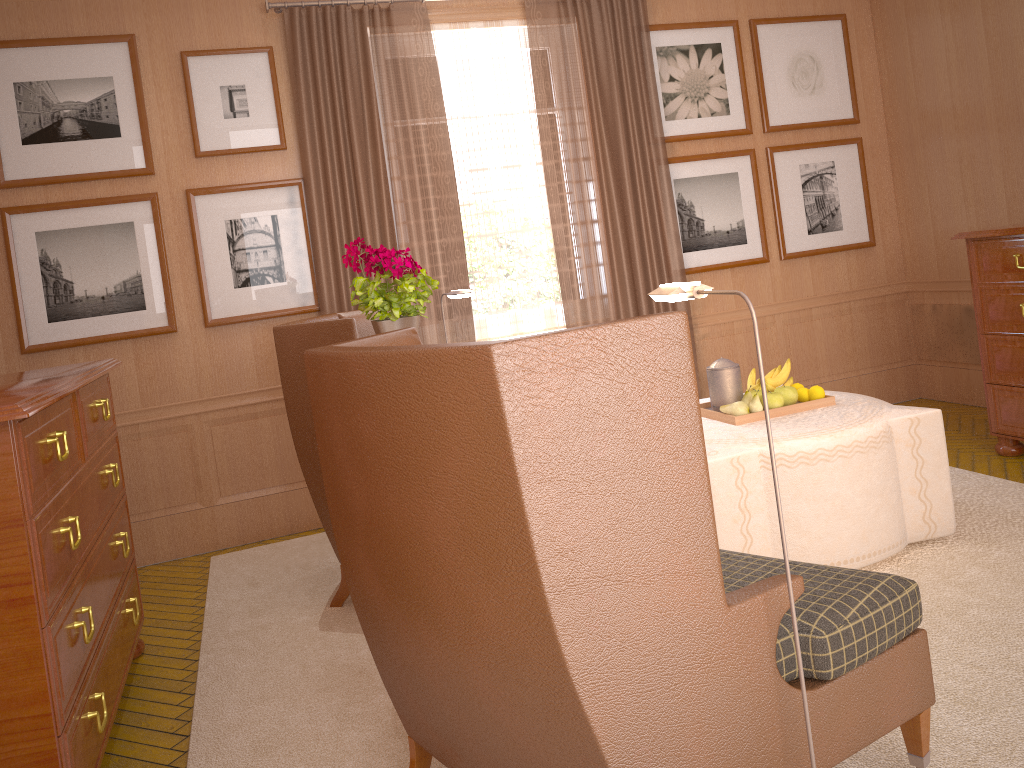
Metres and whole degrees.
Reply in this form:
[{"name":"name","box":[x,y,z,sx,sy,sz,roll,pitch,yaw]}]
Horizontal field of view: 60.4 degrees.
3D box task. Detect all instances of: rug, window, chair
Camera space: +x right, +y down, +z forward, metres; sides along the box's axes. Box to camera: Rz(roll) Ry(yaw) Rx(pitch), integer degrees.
[{"name":"rug","box":[1.375,1.380,4.773,6.025,0.020,7.983,-10,8,-16]},{"name":"window","box":[-0.272,-2.096,9.131,2.446,3.371,0.845,-9,2,-17]},{"name":"chair","box":[-0.698,0.396,6.631,1.716,1.968,1.927,-7,4,8]},{"name":"chair","box":[0.281,0.700,3.508,1.739,1.968,1.901,-11,6,-42]}]

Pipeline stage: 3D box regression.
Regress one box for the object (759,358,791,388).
[{"name":"object","box":[1.954,-0.072,6.450,0.409,0.168,0.070,-14,5,-40]}]

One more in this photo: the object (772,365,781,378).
[{"name":"object","box":[1.903,-0.024,6.487,0.064,0.171,0.381,-6,6,40]}]

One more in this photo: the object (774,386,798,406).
[{"name":"object","box":[1.932,0.090,6.213,0.168,0.147,0.174,-5,6,29]}]

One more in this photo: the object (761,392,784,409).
[{"name":"object","box":[1.808,0.126,6.109,0.156,0.134,0.159,-9,5,-12]}]

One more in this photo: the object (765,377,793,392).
[{"name":"object","box":[1.970,0.006,6.440,0.401,0.172,0.072,-14,5,-41]}]

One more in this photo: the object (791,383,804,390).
[{"name":"object","box":[2.091,0.057,6.451,0.113,0.133,0.109,-6,4,30]}]

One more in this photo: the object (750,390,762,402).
[{"name":"object","box":[1.743,0.113,6.268,0.156,0.134,0.159,-9,5,-12]}]

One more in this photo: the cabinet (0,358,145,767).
[{"name":"cabinet","box":[-2.771,1.024,4.444,1.423,1.935,2.774,-9,6,-16]}]

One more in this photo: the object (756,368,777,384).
[{"name":"object","box":[1.879,-0.044,6.530,0.090,0.128,0.414,-6,7,32]}]

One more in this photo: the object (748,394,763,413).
[{"name":"object","box":[1.666,0.140,6.033,0.097,0.148,0.099,-7,3,19]}]

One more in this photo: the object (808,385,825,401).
[{"name":"object","box":[2.155,0.075,6.226,0.113,0.133,0.109,-6,4,30]}]

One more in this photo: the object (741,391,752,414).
[{"name":"object","box":[1.639,0.143,6.148,0.129,0.196,0.131,-7,3,19]}]

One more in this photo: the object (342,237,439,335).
[{"name":"object","box":[-0.652,-0.328,5.074,0.528,1.086,0.455,-9,2,-18]}]

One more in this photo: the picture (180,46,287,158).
[{"name":"picture","box":[-2.524,-2.570,8.009,0.809,0.956,0.047,-9,1,-17]}]

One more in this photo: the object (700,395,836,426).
[{"name":"object","box":[1.784,0.154,6.332,0.804,0.059,0.641,-10,8,-17]}]

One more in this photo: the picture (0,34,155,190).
[{"name":"picture","box":[-3.836,-2.365,7.601,1.256,1.246,0.047,-9,1,-17]}]

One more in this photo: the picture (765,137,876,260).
[{"name":"picture","box":[3.463,-2.080,9.836,1.256,1.246,0.047,-9,1,-17]}]

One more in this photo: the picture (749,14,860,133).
[{"name":"picture","box":[3.272,-3.471,9.810,1.256,1.246,0.047,-9,1,-17]}]

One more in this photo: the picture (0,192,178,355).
[{"name":"picture","box":[-3.645,-0.974,7.626,1.256,1.246,0.047,-9,1,-17]}]

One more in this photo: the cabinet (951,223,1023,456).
[{"name":"cabinet","box":[4.987,-0.327,6.511,1.423,1.935,2.774,-9,6,-16]}]

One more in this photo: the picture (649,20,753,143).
[{"name":"picture","box":[1.942,-3.231,9.396,1.256,1.246,0.047,-9,1,-17]}]

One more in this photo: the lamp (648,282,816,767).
[{"name":"lamp","box":[0.795,0.643,3.206,0.625,2.027,0.569,-6,2,44]}]

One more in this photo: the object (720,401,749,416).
[{"name":"object","box":[1.529,0.187,6.025,0.194,0.128,0.134,-8,5,3]}]

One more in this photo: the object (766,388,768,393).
[{"name":"object","box":[1.926,0.021,6.472,0.062,0.199,0.390,-7,6,38]}]

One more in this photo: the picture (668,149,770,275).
[{"name":"picture","box":[2.133,-1.840,9.421,1.256,1.246,0.047,-9,1,-17]}]

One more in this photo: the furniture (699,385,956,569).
[{"name":"furniture","box":[1.773,0.642,6.314,1.961,0.896,1.955,-10,7,-19]}]

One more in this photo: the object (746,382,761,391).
[{"name":"object","box":[1.775,0.043,6.502,0.071,0.185,0.395,-8,7,-2]}]

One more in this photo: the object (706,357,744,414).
[{"name":"object","box":[1.534,-0.002,6.337,0.233,0.391,0.237,-5,4,40]}]

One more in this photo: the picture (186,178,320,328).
[{"name":"picture","box":[-2.337,-1.210,8.034,1.055,1.246,0.047,-9,1,-17]}]

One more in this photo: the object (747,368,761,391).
[{"name":"object","box":[1.784,-0.010,6.503,0.103,0.158,0.379,-7,7,7]}]

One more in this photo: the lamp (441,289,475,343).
[{"name":"lamp","box":[-0.329,0.211,7.401,0.625,2.022,0.569,-7,2,35]}]

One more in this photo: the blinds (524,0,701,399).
[{"name":"blinds","box":[1.061,-1.586,8.976,1.455,4.778,0.266,-8,1,-18]}]

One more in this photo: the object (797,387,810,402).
[{"name":"object","box":[2.089,0.080,6.295,0.111,0.110,0.134,-9,5,-14]}]

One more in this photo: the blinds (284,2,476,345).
[{"name":"blinds","box":[-1.136,-1.184,8.289,1.435,4.789,0.266,-8,1,-16]}]
